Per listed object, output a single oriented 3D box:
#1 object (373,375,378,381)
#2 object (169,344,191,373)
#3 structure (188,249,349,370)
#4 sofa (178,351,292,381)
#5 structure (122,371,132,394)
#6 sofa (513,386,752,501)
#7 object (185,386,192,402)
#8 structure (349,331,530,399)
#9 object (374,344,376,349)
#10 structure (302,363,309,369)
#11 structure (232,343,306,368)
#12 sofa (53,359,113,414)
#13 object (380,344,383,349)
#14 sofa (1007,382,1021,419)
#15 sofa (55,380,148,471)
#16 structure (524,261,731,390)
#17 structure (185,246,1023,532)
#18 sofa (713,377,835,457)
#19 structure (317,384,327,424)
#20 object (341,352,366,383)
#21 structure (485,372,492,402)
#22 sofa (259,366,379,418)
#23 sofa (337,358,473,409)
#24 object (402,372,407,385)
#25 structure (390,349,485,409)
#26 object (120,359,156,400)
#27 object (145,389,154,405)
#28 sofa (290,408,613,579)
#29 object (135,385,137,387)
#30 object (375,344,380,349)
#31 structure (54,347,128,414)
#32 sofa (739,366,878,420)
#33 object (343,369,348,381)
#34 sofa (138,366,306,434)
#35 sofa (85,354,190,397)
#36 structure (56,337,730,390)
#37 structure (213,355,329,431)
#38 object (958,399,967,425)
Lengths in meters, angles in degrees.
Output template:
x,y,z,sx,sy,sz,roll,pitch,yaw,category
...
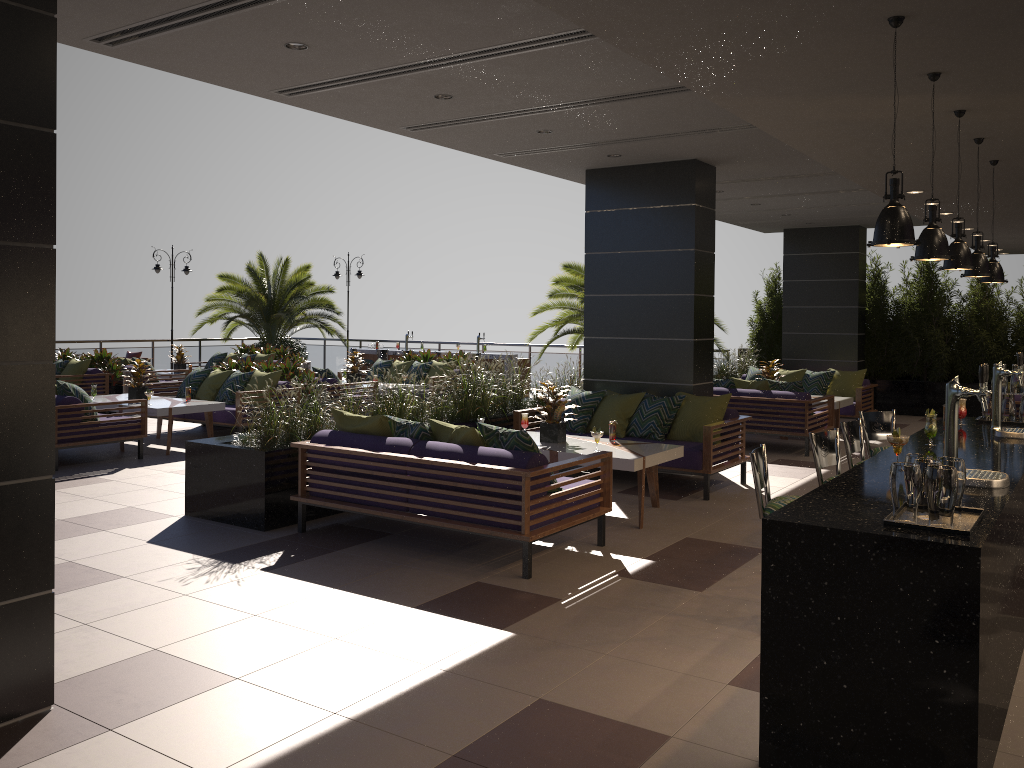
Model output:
x,y,z,sx,sy,sz,roll,pitch,yaw,category
-2.103,-0.047,13.628,0.069,0.181,0.069,1,1,22,object
-6.276,-0.483,16.691,0.425,0.526,0.431,-1,2,-29,object
-5.996,-1.710,22.179,3.800,3.300,3.759,1,3,2,structure
-5.565,-0.191,17.691,2.128,0.918,1.120,3,4,34,sofa
-6.308,0.140,14.519,0.100,0.700,0.180,1,1,34,structure
1.187,0.512,8.915,2.128,0.918,1.120,3,4,34,sofa
-4.000,0.125,10.941,0.067,0.189,0.084,0,1,-26,object
-1.678,-0.484,19.415,4.405,1.327,0.805,3,3,34,structure
-3.169,-0.823,20.592,0.105,0.209,0.105,1,1,9,object
-4.135,-0.073,17.749,0.100,0.700,0.180,1,1,34,structure
-5.164,-0.265,18.371,2.253,1.171,0.737,3,3,35,structure
-7.683,0.019,14.513,2.128,0.918,1.120,3,4,34,sofa
-3.042,-0.820,20.565,0.105,0.209,0.105,1,1,9,object
7.035,0.434,10.793,2.128,0.918,1.120,3,4,34,sofa
-5.268,0.363,10.102,2.128,0.918,1.120,3,4,34,sofa
2.156,-1.237,16.767,3.800,3.300,3.759,0,3,-13,structure
1.081,-0.358,5.659,7.824,3.118,24.748,3,5,34,structure
2.992,0.335,11.599,2.128,0.918,1.120,3,4,34,sofa
-2.582,0.358,12.013,0.100,0.700,0.180,1,1,34,structure
-2.523,-0.264,14.180,0.430,0.526,0.425,-1,3,-44,object
-0.409,0.145,15.244,0.100,0.700,0.180,1,1,34,structure
-3.150,0.153,13.280,2.128,0.918,1.120,3,4,34,sofa
-1.855,0.026,15.196,2.128,0.918,1.120,3,4,34,sofa
-1.719,-0.091,14.169,0.106,0.197,0.106,0,2,-23,object
-1.397,-0.047,15.879,2.253,1.171,0.737,3,3,35,structure
-4.643,-0.056,11.036,0.425,0.526,0.430,-1,3,-39,object
-4.298,0.151,10.486,0.106,0.197,0.106,0,2,-23,object
-0.459,0.674,6.469,2.128,0.918,1.120,3,4,34,sofa
-4.956,0.070,11.620,0.069,0.181,0.069,0,1,-23,object
-3.112,-0.814,20.482,0.105,0.209,0.105,1,1,9,object
-7.339,-0.054,15.178,2.250,1.171,0.715,3,2,31,structure
4.425,0.195,13.730,2.128,0.918,1.120,3,4,34,sofa
-2.806,-0.155,14.914,0.082,0.197,0.069,0,1,-15,object
-3.967,0.237,12.013,2.128,0.918,1.120,3,4,34,sofa
-6.866,-0.065,15.780,2.128,0.918,1.120,3,4,34,sofa
-5.683,0.022,13.740,12.929,1.057,17.517,3,5,34,structure
-3.559,0.166,12.658,2.421,1.172,0.701,3,3,36,structure
3.159,0.195,6.224,0.069,0.181,0.069,1,1,6,object
